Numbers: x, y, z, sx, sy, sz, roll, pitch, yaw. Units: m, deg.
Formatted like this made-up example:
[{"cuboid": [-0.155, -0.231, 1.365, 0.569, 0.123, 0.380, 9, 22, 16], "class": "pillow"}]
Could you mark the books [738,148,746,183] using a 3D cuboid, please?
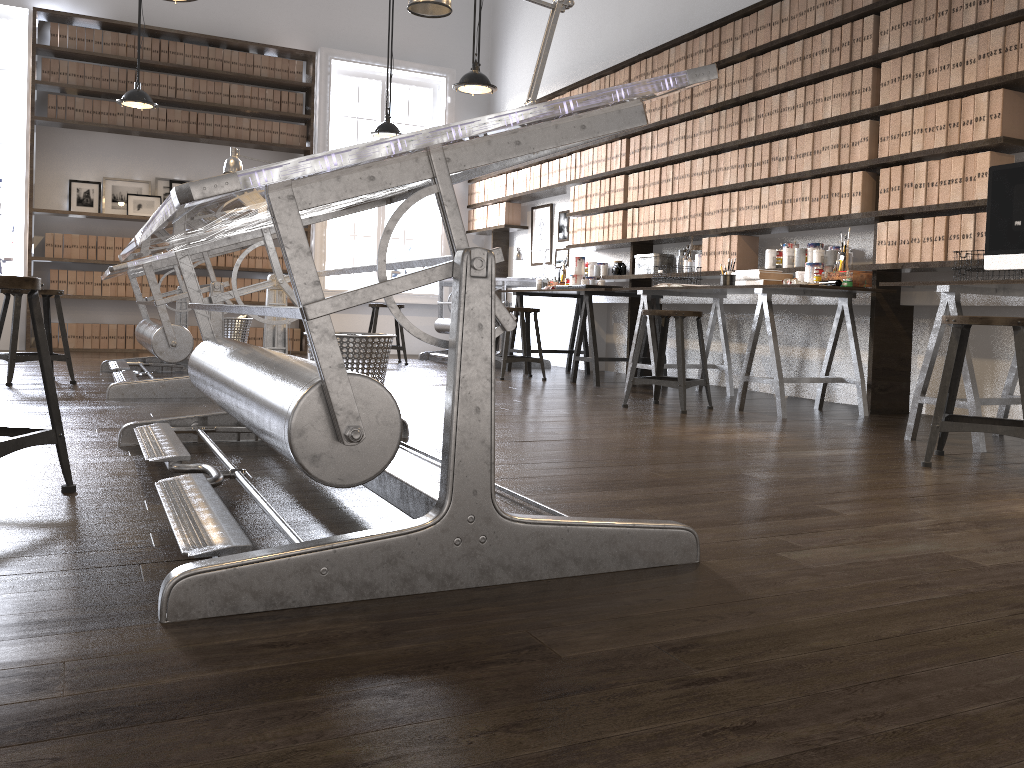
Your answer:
[{"cuboid": [1.520, -1.366, 5.602, 0.174, 0.225, 0.067, 1, 2, -26], "class": "books"}]

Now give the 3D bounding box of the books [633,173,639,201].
[{"cuboid": [1.003, -1.469, 6.670, 0.174, 0.225, 0.067, 1, 2, -26], "class": "books"}]

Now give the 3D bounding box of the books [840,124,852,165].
[{"cuboid": [1.889, -1.294, 4.854, 0.174, 0.225, 0.067, 1, 2, -26], "class": "books"}]

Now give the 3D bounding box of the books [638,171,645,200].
[{"cuboid": [1.034, -1.463, 6.605, 0.174, 0.225, 0.067, 1, 2, -26], "class": "books"}]

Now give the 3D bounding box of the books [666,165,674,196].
[{"cuboid": [1.188, -1.433, 6.292, 0.174, 0.225, 0.067, 1, 2, -26], "class": "books"}]

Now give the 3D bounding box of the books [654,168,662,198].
[{"cuboid": [1.124, -1.445, 6.423, 0.174, 0.225, 0.067, 1, 2, -26], "class": "books"}]

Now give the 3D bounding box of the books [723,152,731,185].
[{"cuboid": [1.460, -1.379, 5.734, 0.174, 0.225, 0.067, 1, 2, -26], "class": "books"}]

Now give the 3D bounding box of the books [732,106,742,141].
[{"cuboid": [1.500, -1.649, 5.660, 0.174, 0.225, 0.067, 1, 2, -26], "class": "books"}]

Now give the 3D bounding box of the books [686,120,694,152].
[{"cuboid": [1.291, -1.691, 6.100, 0.174, 0.225, 0.067, 1, 2, -26], "class": "books"}]

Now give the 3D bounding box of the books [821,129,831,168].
[{"cuboid": [1.828, -1.306, 4.976, 0.174, 0.225, 0.067, 1, 2, -26], "class": "books"}]

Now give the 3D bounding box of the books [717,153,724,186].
[{"cuboid": [1.433, -1.385, 5.799, 0.174, 0.225, 0.067, 1, 2, -26], "class": "books"}]

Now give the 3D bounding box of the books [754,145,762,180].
[{"cuboid": [1.587, -1.354, 5.480, 0.174, 0.225, 0.067, 1, 2, -26], "class": "books"}]

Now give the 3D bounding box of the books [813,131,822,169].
[{"cuboid": [1.802, -1.312, 5.034, 0.174, 0.225, 0.067, 1, 2, -26], "class": "books"}]

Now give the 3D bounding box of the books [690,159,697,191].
[{"cuboid": [1.311, -1.409, 6.045, 0.174, 0.225, 0.067, 1, 2, -26], "class": "books"}]

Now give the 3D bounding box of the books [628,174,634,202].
[{"cuboid": [0.974, -1.475, 6.737, 0.174, 0.225, 0.067, 1, 2, -26], "class": "books"}]

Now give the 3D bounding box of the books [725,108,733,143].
[{"cuboid": [1.472, -1.656, 5.729, 0.174, 0.225, 0.067, 1, 2, -26], "class": "books"}]

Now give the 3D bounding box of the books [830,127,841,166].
[{"cuboid": [1.855, -1.301, 4.916, 0.174, 0.225, 0.067, 1, 2, -26], "class": "books"}]

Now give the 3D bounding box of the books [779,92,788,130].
[{"cuboid": [1.687, -1.613, 5.283, 0.174, 0.225, 0.067, 1, 2, -26], "class": "books"}]

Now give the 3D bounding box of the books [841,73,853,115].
[{"cuboid": [1.893, -1.571, 4.845, 0.174, 0.225, 0.067, 1, 2, -26], "class": "books"}]

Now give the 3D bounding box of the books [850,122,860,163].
[{"cuboid": [1.921, -1.288, 4.792, 0.174, 0.225, 0.067, 1, 2, -26], "class": "books"}]

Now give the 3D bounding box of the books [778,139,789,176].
[{"cuboid": [1.679, -1.335, 5.280, 0.174, 0.225, 0.067, 1, 2, -26], "class": "books"}]

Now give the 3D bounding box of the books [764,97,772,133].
[{"cuboid": [1.630, -1.624, 5.404, 0.174, 0.225, 0.067, 1, 2, -26], "class": "books"}]

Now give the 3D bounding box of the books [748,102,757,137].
[{"cuboid": [1.564, -1.637, 5.529, 0.174, 0.225, 0.067, 1, 2, -26], "class": "books"}]

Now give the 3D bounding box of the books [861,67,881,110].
[{"cuboid": [1.956, -1.560, 4.728, 0.174, 0.225, 0.067, 1, 2, -26], "class": "books"}]

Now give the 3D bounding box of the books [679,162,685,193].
[{"cuboid": [1.254, -1.420, 6.166, 0.174, 0.225, 0.067, 1, 2, -26], "class": "books"}]

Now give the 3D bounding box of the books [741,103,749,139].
[{"cuboid": [1.537, -1.643, 5.595, 0.174, 0.225, 0.067, 1, 2, -26], "class": "books"}]

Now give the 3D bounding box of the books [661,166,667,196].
[{"cuboid": [1.162, -1.439, 6.358, 0.174, 0.225, 0.067, 1, 2, -26], "class": "books"}]

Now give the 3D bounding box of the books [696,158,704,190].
[{"cuboid": [1.337, -1.403, 5.988, 0.174, 0.225, 0.067, 1, 2, -26], "class": "books"}]

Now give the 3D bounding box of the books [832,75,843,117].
[{"cuboid": [1.864, -1.577, 4.905, 0.174, 0.225, 0.067, 1, 2, -26], "class": "books"}]

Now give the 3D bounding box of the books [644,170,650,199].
[{"cuboid": [1.066, -1.457, 6.550, 0.174, 0.225, 0.067, 1, 2, -26], "class": "books"}]

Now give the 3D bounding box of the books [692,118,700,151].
[{"cuboid": [1.323, -1.685, 6.038, 0.174, 0.225, 0.067, 1, 2, -26], "class": "books"}]

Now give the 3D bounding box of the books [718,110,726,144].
[{"cuboid": [1.442, -1.661, 5.787, 0.174, 0.225, 0.067, 1, 2, -26], "class": "books"}]

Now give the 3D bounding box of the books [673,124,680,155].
[{"cuboid": [1.227, -1.704, 6.228, 0.174, 0.225, 0.067, 1, 2, -26], "class": "books"}]

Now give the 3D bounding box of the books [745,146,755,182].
[{"cuboid": [1.552, -1.361, 5.548, 0.174, 0.225, 0.067, 1, 2, -26], "class": "books"}]

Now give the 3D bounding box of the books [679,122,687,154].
[{"cuboid": [1.257, -1.697, 6.162, 0.174, 0.225, 0.067, 1, 2, -26], "class": "books"}]

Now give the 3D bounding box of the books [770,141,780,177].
[{"cuboid": [1.652, -1.342, 5.346, 0.174, 0.225, 0.067, 1, 2, -26], "class": "books"}]

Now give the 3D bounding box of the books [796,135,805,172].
[{"cuboid": [1.744, -1.323, 5.155, 0.174, 0.225, 0.067, 1, 2, -26], "class": "books"}]

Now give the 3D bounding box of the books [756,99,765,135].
[{"cuboid": [1.599, -1.631, 5.468, 0.174, 0.225, 0.067, 1, 2, -26], "class": "books"}]

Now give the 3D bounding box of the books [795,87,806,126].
[{"cuboid": [1.743, -1.601, 5.159, 0.174, 0.225, 0.067, 1, 2, -26], "class": "books"}]

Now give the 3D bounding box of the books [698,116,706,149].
[{"cuboid": [1.350, -1.679, 5.974, 0.174, 0.225, 0.067, 1, 2, -26], "class": "books"}]

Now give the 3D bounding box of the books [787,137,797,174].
[{"cuboid": [1.713, -1.329, 5.219, 0.174, 0.225, 0.067, 1, 2, -26], "class": "books"}]

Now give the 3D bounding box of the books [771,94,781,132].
[{"cuboid": [1.654, -1.619, 5.341, 0.174, 0.225, 0.067, 1, 2, -26], "class": "books"}]

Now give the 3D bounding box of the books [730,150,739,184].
[{"cuboid": [1.489, -1.373, 5.668, 0.174, 0.225, 0.067, 1, 2, -26], "class": "books"}]

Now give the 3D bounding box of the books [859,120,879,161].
[{"cuboid": [1.943, -1.283, 4.731, 0.174, 0.225, 0.067, 1, 2, -26], "class": "books"}]

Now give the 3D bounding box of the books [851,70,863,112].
[{"cuboid": [1.925, -1.566, 4.790, 0.174, 0.225, 0.067, 1, 2, -26], "class": "books"}]

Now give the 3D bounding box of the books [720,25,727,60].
[{"cuboid": [1.454, -2.214, 5.791, 0.174, 0.225, 0.067, 1, 2, -26], "class": "books"}]

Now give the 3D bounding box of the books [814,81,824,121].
[{"cuboid": [1.809, -1.589, 5.036, 0.174, 0.225, 0.067, 1, 2, -26], "class": "books"}]

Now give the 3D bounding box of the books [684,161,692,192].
[{"cuboid": [1.278, -1.415, 6.103, 0.174, 0.225, 0.067, 1, 2, -26], "class": "books"}]

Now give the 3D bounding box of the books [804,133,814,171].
[{"cuboid": [1.768, -1.317, 5.091, 0.174, 0.225, 0.067, 1, 2, -26], "class": "books"}]

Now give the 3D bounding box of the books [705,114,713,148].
[{"cuboid": [1.379, -1.673, 5.907, 0.174, 0.225, 0.067, 1, 2, -26], "class": "books"}]

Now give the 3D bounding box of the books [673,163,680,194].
[{"cuboid": [1.223, -1.427, 6.230, 0.174, 0.225, 0.067, 1, 2, -26], "class": "books"}]

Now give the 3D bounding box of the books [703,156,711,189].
[{"cuboid": [1.367, -1.397, 5.922, 0.174, 0.225, 0.067, 1, 2, -26], "class": "books"}]

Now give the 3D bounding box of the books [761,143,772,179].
[{"cuboid": [1.614, -1.348, 5.411, 0.174, 0.225, 0.067, 1, 2, -26], "class": "books"}]

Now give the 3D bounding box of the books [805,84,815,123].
[{"cuboid": [1.777, -1.595, 5.098, 0.174, 0.225, 0.067, 1, 2, -26], "class": "books"}]

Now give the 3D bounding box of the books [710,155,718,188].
[{"cuboid": [1.401, -1.391, 5.861, 0.174, 0.225, 0.067, 1, 2, -26], "class": "books"}]

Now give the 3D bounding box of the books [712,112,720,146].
[{"cuboid": [1.410, -1.667, 5.842, 0.174, 0.225, 0.067, 1, 2, -26], "class": "books"}]

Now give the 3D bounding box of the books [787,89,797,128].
[{"cuboid": [1.713, -1.607, 5.225, 0.174, 0.225, 0.067, 1, 2, -26], "class": "books"}]

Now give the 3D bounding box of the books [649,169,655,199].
[{"cuboid": [1.097, -1.452, 6.492, 0.174, 0.225, 0.067, 1, 2, -26], "class": "books"}]

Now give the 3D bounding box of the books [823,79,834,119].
[{"cuboid": [1.836, -1.583, 4.971, 0.174, 0.225, 0.067, 1, 2, -26], "class": "books"}]
